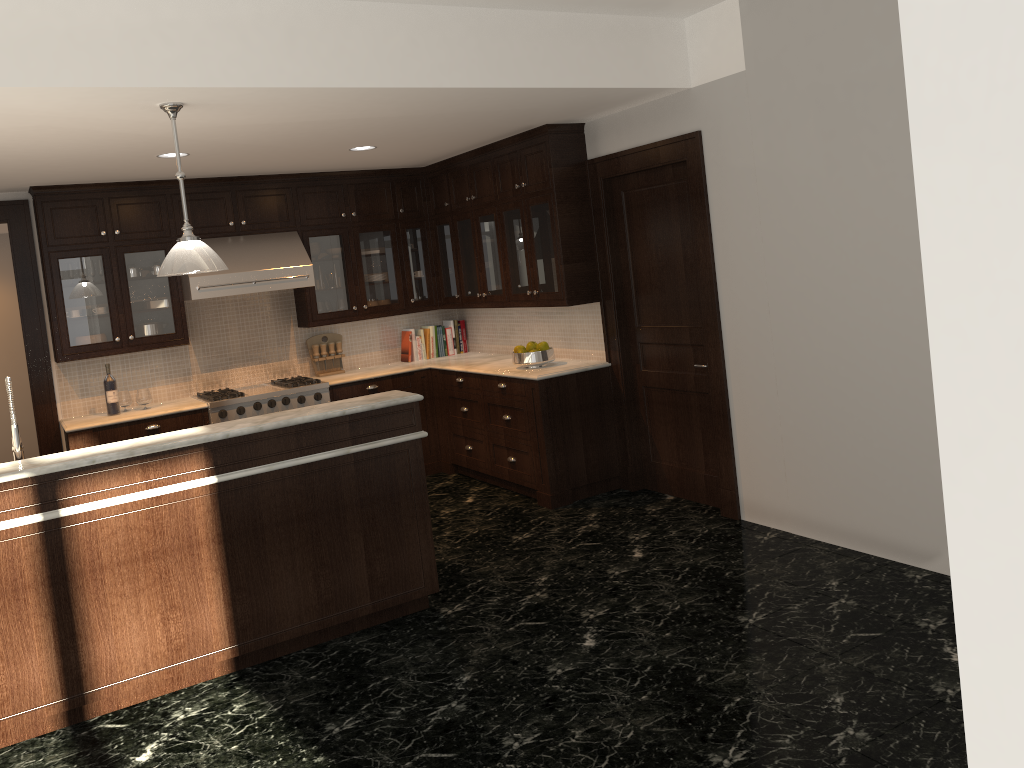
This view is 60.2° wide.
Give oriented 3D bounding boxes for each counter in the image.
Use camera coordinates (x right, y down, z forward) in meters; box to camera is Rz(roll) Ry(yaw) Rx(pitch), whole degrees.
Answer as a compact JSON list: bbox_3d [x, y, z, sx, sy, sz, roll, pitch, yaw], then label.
[{"bbox_3d":[-1.318,0.068,6.373,3.390,0.032,2.318,-11,9,-30],"label":"counter"},{"bbox_3d":[-1.740,0.294,3.791,2.873,0.032,0.328,-11,9,-30],"label":"counter"},{"bbox_3d":[-1.909,0.454,4.108,2.887,0.032,1.055,-11,9,-30],"label":"counter"}]

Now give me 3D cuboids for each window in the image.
[{"bbox_3d":[-0.023,-0.016,0.260,2.326,2.191,0.152,-10,4,-31],"label":"window"}]

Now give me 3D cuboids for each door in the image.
[{"bbox_3d":[1.021,-0.316,5.784,0.109,2.175,0.863,-8,4,-30],"label":"door"}]

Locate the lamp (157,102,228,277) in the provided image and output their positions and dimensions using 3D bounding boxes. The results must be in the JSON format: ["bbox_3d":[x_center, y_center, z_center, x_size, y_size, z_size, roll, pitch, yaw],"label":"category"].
[{"bbox_3d":[-1.529,-0.903,4.093,0.318,0.780,0.318,-7,4,-16],"label":"lamp"}]

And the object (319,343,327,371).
[{"bbox_3d":[-1.580,-0.226,7.438,0.061,0.236,0.062,-5,3,30],"label":"object"}]

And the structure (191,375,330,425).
[{"bbox_3d":[-1.936,0.431,6.943,0.911,0.834,0.719,-10,6,-30],"label":"structure"}]

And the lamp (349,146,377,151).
[{"bbox_3d":[-1.049,-1.709,6.163,0.197,0.136,0.199,-6,6,5],"label":"lamp"}]

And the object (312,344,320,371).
[{"bbox_3d":[-1.637,-0.219,7.404,0.061,0.228,0.062,-4,4,42],"label":"object"}]

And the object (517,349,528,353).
[{"bbox_3d":[0.077,-0.209,6.405,0.100,0.096,0.091,-8,5,-12],"label":"object"}]

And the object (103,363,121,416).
[{"bbox_3d":[-2.909,0.038,6.401,0.095,0.376,0.095,-7,3,-15],"label":"object"}]

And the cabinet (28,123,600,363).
[{"bbox_3d":[-1.439,-0.994,6.329,3.389,1.249,2.310,-11,8,-30],"label":"cabinet"}]

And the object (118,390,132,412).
[{"bbox_3d":[-2.872,0.129,6.540,0.113,0.150,0.112,-10,6,-38],"label":"object"}]

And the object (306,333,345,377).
[{"bbox_3d":[-1.557,-0.251,7.464,0.318,0.348,0.110,-9,4,-30],"label":"object"}]

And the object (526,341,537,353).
[{"bbox_3d":[0.148,-0.261,6.421,0.095,0.099,0.092,-3,6,36],"label":"object"}]

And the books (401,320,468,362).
[{"bbox_3d":[-0.715,-0.396,7.955,0.607,0.310,0.194,-11,6,-31],"label":"books"}]

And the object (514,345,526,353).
[{"bbox_3d":[0.060,-0.236,6.477,0.090,0.098,0.094,-4,6,27],"label":"object"}]

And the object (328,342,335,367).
[{"bbox_3d":[-1.520,-0.244,7.474,0.061,0.225,0.062,-5,3,30],"label":"object"}]

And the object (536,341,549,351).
[{"bbox_3d":[0.222,-0.259,6.371,0.092,0.098,0.092,-3,6,30],"label":"object"}]

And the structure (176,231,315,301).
[{"bbox_3d":[-2.105,-0.943,6.901,0.937,0.475,0.640,-10,7,-30],"label":"structure"}]

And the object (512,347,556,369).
[{"bbox_3d":[0.158,-0.188,6.444,0.321,0.121,0.318,-12,9,-36],"label":"object"}]

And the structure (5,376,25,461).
[{"bbox_3d":[-2.231,0.228,3.967,0.051,0.528,0.243,-8,4,-30],"label":"structure"}]

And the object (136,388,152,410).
[{"bbox_3d":[-2.720,0.113,6.529,0.113,0.150,0.112,-10,6,-38],"label":"object"}]

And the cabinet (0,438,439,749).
[{"bbox_3d":[-1.858,0.890,4.134,2.866,0.908,1.026,-11,7,-30],"label":"cabinet"}]

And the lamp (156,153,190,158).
[{"bbox_3d":[-2.129,-1.496,5.525,0.197,0.136,0.200,-4,7,25],"label":"lamp"}]

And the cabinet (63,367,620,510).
[{"bbox_3d":[-1.267,0.519,6.394,3.390,0.876,2.318,-11,9,-30],"label":"cabinet"}]

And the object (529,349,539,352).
[{"bbox_3d":[0.165,-0.202,6.353,0.091,0.097,0.093,-7,5,0],"label":"object"}]

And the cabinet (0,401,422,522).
[{"bbox_3d":[-1.739,0.387,3.790,2.855,0.152,0.293,-11,8,-30],"label":"cabinet"}]

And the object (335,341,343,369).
[{"bbox_3d":[-1.463,-0.249,7.508,0.061,0.236,0.061,-5,3,24],"label":"object"}]
